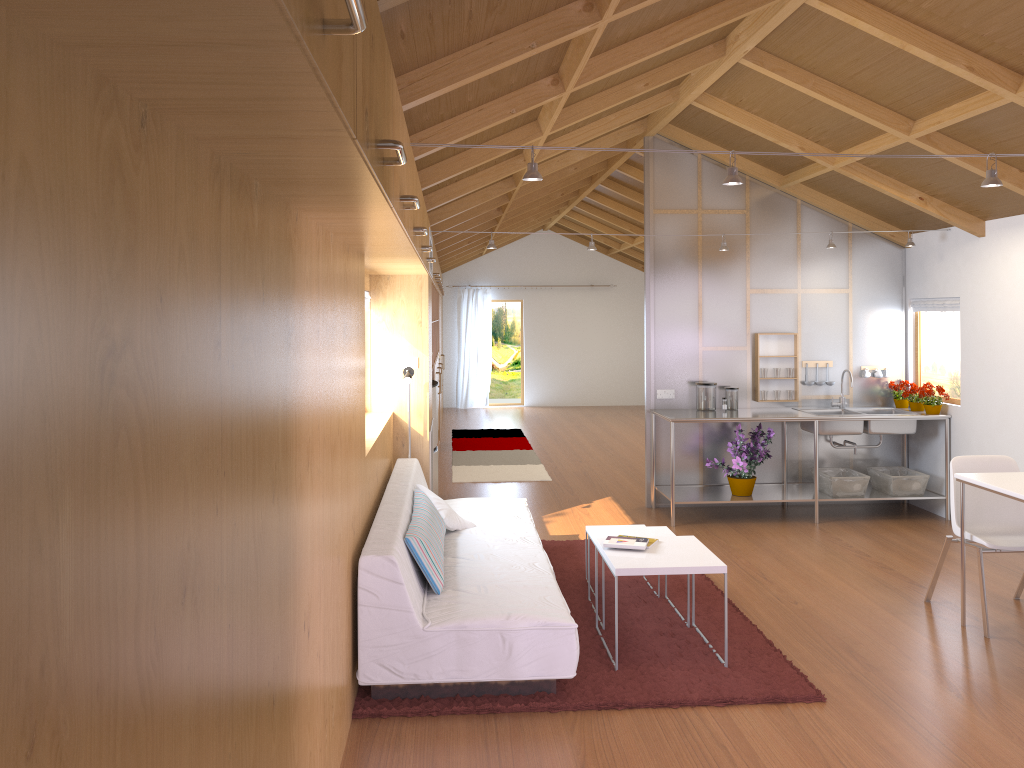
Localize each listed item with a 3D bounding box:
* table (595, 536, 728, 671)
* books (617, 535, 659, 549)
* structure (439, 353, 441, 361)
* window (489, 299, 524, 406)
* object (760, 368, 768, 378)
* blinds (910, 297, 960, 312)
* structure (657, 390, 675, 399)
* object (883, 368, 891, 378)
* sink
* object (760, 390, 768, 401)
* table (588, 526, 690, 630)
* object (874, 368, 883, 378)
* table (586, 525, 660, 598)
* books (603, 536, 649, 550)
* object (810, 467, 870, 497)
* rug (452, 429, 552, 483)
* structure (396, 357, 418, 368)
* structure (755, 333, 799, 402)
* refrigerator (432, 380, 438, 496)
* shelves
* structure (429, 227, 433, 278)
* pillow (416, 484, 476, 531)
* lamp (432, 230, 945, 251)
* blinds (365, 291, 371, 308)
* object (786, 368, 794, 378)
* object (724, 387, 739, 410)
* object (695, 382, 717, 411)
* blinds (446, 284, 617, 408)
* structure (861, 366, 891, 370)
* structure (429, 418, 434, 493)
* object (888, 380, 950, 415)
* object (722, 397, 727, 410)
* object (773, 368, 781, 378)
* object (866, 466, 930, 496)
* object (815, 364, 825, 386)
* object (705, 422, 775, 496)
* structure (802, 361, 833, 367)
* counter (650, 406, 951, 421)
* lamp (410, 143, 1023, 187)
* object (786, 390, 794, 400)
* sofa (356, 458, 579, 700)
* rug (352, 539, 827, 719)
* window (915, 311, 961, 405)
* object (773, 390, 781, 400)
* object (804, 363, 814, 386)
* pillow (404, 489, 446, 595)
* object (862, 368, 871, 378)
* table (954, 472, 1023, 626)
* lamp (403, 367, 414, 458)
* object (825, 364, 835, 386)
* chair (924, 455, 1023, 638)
[{"bbox_3d":[0.664,0.981,4.036,0.485,0.438,0.525,0,3,-4],"label":"table"},{"bbox_3d":[0.578,0.748,4.183,0.193,0.016,0.153,2,5,26],"label":"books"},{"bbox_3d":[-0.986,0.184,10.324,0.315,1.078,0.726,0,1,-4],"label":"structure"},{"bbox_3d":[-0.237,-0.526,14.852,0.874,1.786,0.026,0,0,-4],"label":"window"},{"bbox_3d":[2.007,-0.086,7.035,0.061,0.077,0.061,0,2,8],"label":"object"},{"bbox_3d":[3.249,-0.607,6.772,0.047,0.111,0.726,0,4,-4],"label":"blinds"},{"bbox_3d":[1.222,0.081,7.024,0.142,0.071,0.011,-1,0,-4],"label":"structure"},{"bbox_3d":[3.024,-0.091,7.124,0.059,0.080,0.062,0,2,-4],"label":"object"},{"bbox_3d":[2.635,0.212,6.829,0.810,0.640,0.564,0,2,-4],"label":"sink"},{"bbox_3d":[2.008,0.092,7.035,0.061,0.077,0.061,0,2,8],"label":"object"},{"bbox_3d":[0.633,0.973,4.496,0.424,0.383,0.459,0,3,-4],"label":"table"},{"bbox_3d":[2.946,-0.088,7.114,0.059,0.081,0.062,0,2,3],"label":"object"},{"bbox_3d":[0.606,0.979,4.896,0.342,0.308,0.370,0,3,-4],"label":"table"},{"bbox_3d":[0.531,0.738,4.111,0.193,0.016,0.153,1,5,16],"label":"books"},{"bbox_3d":[2.489,0.748,6.723,0.298,0.158,0.415,-1,4,-4],"label":"object"},{"bbox_3d":[-0.215,0.758,10.004,0.916,0.011,3.730,-1,4,-4],"label":"rug"},{"bbox_3d":[-0.689,-0.139,5.804,0.142,0.071,0.011,-1,0,-4],"label":"structure"},{"bbox_3d":[2.111,-0.133,7.050,0.328,0.545,0.076,0,0,-4],"label":"structure"},{"bbox_3d":[-0.728,0.485,7.175,0.262,0.986,0.714,0,1,-4],"label":"refrigerator"},{"bbox_3d":[2.172,0.620,6.771,2.092,0.753,0.633,-1,2,-4],"label":"shelves"},{"bbox_3d":[-0.582,-0.927,6.309,0.013,0.300,0.905,0,4,-4],"label":"structure"},{"bbox_3d":[-0.369,0.678,4.869,0.267,0.251,0.346,-2,3,-40],"label":"pillow"},{"bbox_3d":[1.335,-1.046,6.410,3.828,0.153,0.072,-1,1,-4],"label":"lamp"},{"bbox_3d":[-0.890,-0.493,5.039,0.047,0.111,1.501,0,4,-4],"label":"blinds"},{"bbox_3d":[2.214,-0.088,7.049,0.061,0.077,0.061,-1,2,-30],"label":"object"},{"bbox_3d":[1.730,0.114,6.963,0.113,0.177,0.113,0,1,17],"label":"object"},{"bbox_3d":[1.522,0.096,6.929,0.172,0.215,0.172,0,2,10],"label":"object"},{"bbox_3d":[0.330,-0.635,14.726,2.847,2.036,0.233,-1,0,-5],"label":"blinds"},{"bbox_3d":[2.943,-0.128,7.124,0.250,0.032,0.041,-1,3,-4],"label":"structure"},{"bbox_3d":[-0.576,0.650,6.332,0.013,0.721,0.821,0,2,-4],"label":"structure"},{"bbox_3d":[3.123,0.096,6.820,0.233,0.235,0.690,0,4,-3],"label":"object"},{"bbox_3d":[1.650,0.152,6.861,0.037,0.092,0.037,0,1,11],"label":"object"},{"bbox_3d":[2.111,-0.087,7.042,0.061,0.077,0.061,-1,2,-30],"label":"object"},{"bbox_3d":[2.942,0.744,6.754,0.298,0.158,0.415,-1,4,-4],"label":"object"},{"bbox_3d":[2.459,-0.074,7.064,0.074,0.183,0.074,0,1,28],"label":"object"},{"bbox_3d":[1.741,0.560,6.628,0.525,0.552,0.352,-1,1,-13],"label":"object"},{"bbox_3d":[2.457,-0.160,7.104,0.250,0.051,0.016,-1,0,-4],"label":"structure"},{"bbox_3d":[2.170,0.225,6.771,2.109,0.021,0.651,-1,4,-4],"label":"counter"},{"bbox_3d":[1.553,-0.800,3.225,3.828,0.153,0.072,-1,1,-4],"label":"lamp"},{"bbox_3d":[2.215,0.090,7.049,0.061,0.077,0.061,-1,2,-30],"label":"object"},{"bbox_3d":[-0.242,0.868,4.531,0.862,0.628,2.360,0,4,-4],"label":"sofa"},{"bbox_3d":[0.205,1.168,4.671,1.885,0.020,2.486,-1,4,-4],"label":"rug"},{"bbox_3d":[3.292,-0.263,6.774,0.026,0.794,0.725,0,2,-4],"label":"window"},{"bbox_3d":[2.112,0.091,7.042,0.061,0.077,0.061,-1,2,-30],"label":"object"},{"bbox_3d":[2.373,-0.073,7.059,0.074,0.183,0.074,0,1,28],"label":"object"},{"bbox_3d":[-0.404,0.729,4.241,0.171,0.251,1.044,0,4,-4],"label":"pillow"},{"bbox_3d":[2.852,-0.089,7.113,0.059,0.080,0.062,0,2,-4],"label":"object"},{"bbox_3d":[2.815,0.840,3.958,1.209,0.742,0.901,0,3,-4],"label":"table"},{"bbox_3d":[-0.645,0.487,5.671,0.182,1.197,0.254,0,0,-28],"label":"lamp"},{"bbox_3d":[2.545,-0.075,7.070,0.074,0.183,0.074,0,1,28],"label":"object"},{"bbox_3d":[2.473,0.782,4.454,0.531,0.785,0.547,0,1,-4],"label":"chair"}]
